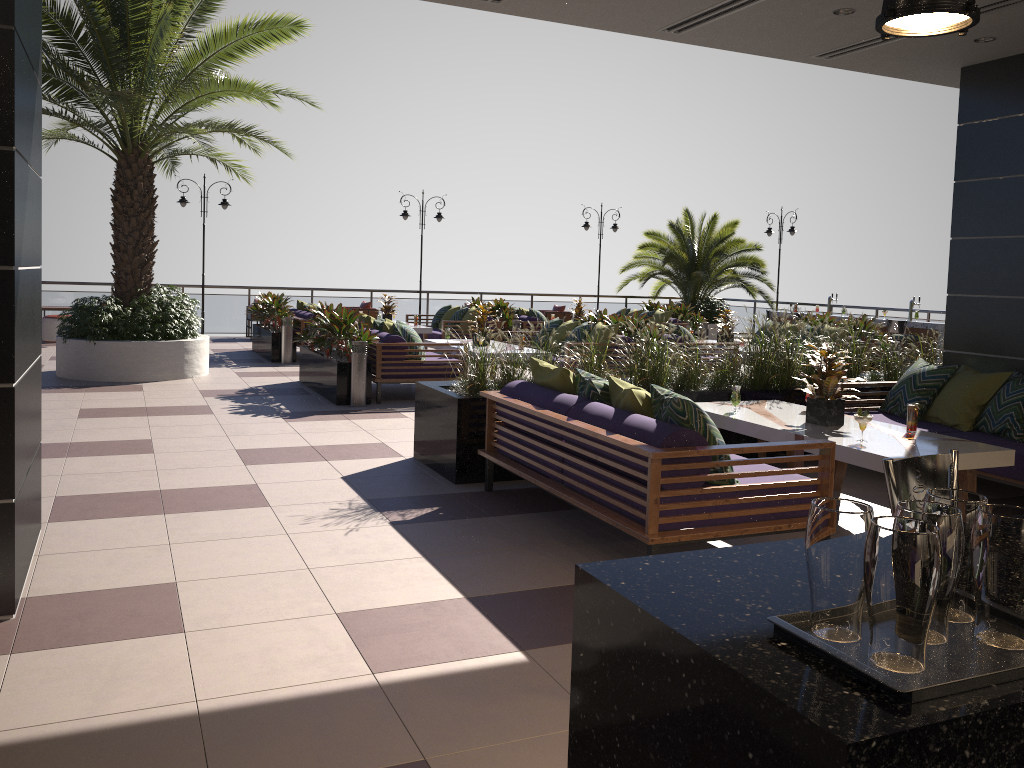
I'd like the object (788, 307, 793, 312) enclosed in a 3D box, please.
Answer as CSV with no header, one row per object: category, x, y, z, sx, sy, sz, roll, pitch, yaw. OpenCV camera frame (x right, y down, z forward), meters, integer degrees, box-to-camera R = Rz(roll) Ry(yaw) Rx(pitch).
object,5.875,-1.527,18.662,0.106,0.208,0.105,6,6,41

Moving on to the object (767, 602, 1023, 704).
object,0.657,0.395,1.380,0.437,0.018,0.274,-1,8,-24

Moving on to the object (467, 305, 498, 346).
object,-0.370,-0.750,11.292,0.425,0.524,0.432,1,5,-7

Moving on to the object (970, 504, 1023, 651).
object,0.777,0.303,1.391,0.105,0.208,0.106,0,4,-19

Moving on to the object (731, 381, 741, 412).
object,1.570,0.090,6.212,0.069,0.210,0.069,-1,5,-41

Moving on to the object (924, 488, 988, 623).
object,0.744,0.289,1.494,0.105,0.208,0.106,0,4,-19

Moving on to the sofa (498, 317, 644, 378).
sofa,0.712,-0.415,11.774,1.119,0.915,2.137,-1,7,-24

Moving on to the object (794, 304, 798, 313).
object,5.779,-1.543,18.019,0.067,0.189,0.085,2,4,1

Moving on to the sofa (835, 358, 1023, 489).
sofa,3.412,0.327,6.416,1.119,0.915,2.137,-1,7,-24

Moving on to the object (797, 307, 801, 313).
object,5.970,-1.498,18.455,0.106,0.208,0.105,6,6,41

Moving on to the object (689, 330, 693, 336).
object,2.675,-0.718,13.245,0.067,0.189,0.085,2,4,6

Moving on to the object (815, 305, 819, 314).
object,6.025,-1.464,17.471,0.069,0.180,0.069,5,5,38

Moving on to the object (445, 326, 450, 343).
object,-0.849,-0.654,11.660,0.069,0.210,0.069,-1,5,-36

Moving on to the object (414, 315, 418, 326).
object,-1.629,-1.075,14.994,0.067,0.189,0.085,2,4,6

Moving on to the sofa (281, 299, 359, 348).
sofa,-3.210,-0.930,14.931,1.119,0.915,2.137,-1,7,-24

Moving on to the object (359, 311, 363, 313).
object,-2.703,-1.207,15.827,0.069,0.180,0.069,3,4,9

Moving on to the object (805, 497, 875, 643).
object,0.516,0.293,1.397,0.105,0.208,0.106,0,4,-19

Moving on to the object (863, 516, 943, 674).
object,0.568,0.307,1.295,0.105,0.208,0.106,0,4,-19

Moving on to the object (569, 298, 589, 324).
object,1.270,-1.383,16.939,0.425,0.524,0.432,2,5,3

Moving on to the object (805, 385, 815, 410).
object,2.164,0.100,6.417,0.069,0.180,0.069,-1,5,-41

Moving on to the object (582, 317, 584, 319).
object,1.314,-1.130,16.255,0.067,0.189,0.085,2,4,6

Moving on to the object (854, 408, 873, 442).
object,2.053,0.238,5.180,0.106,0.196,0.106,2,4,4

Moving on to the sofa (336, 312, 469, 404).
sofa,-1.408,-0.373,10.851,1.119,0.915,2.137,-1,7,-24

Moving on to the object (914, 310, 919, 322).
object,6.988,-1.174,15.282,0.069,0.197,0.082,3,4,13

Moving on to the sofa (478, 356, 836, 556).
sofa,0.715,0.382,5.224,1.119,0.915,2.137,-1,7,-24

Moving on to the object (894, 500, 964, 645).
object,0.653,0.297,1.401,0.105,0.208,0.106,0,4,-19

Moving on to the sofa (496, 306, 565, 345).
sofa,0.274,-1.004,16.498,1.119,0.915,2.137,-1,7,-24

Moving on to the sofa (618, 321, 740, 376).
sofa,2.079,-0.447,12.410,1.119,0.915,2.137,-1,7,-24

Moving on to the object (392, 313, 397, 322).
object,-2.147,-1.230,16.100,0.106,0.196,0.106,3,4,9

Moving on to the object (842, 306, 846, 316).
object,6.309,-1.391,16.828,0.069,0.210,0.069,-1,5,-41

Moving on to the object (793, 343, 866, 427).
object,2.045,-0.001,5.791,0.425,0.524,0.432,1,5,-12

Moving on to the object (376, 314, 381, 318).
object,-2.202,-1.054,14.640,0.082,0.197,0.069,3,4,18

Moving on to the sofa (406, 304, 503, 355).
sofa,-1.093,-0.972,15.862,1.119,0.915,2.137,-1,7,-24

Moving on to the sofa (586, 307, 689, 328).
sofa,2.394,-1.046,17.422,1.119,0.915,2.137,-1,7,-24

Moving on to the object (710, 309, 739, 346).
object,3.100,-0.821,12.821,0.430,0.524,0.427,1,5,-12

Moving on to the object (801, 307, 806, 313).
object,6.073,-1.499,18.488,0.106,0.208,0.105,6,6,41

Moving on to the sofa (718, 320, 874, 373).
sofa,4.196,-0.489,13.341,1.119,0.915,2.137,-1,7,-24

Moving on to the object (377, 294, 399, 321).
object,-2.170,-1.305,15.355,0.430,0.524,0.427,3,5,8

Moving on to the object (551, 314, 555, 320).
object,0.799,-1.275,17.339,0.069,0.180,0.069,-1,5,-36

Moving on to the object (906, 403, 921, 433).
object,2.511,0.213,5.544,0.067,0.189,0.085,2,4,1
